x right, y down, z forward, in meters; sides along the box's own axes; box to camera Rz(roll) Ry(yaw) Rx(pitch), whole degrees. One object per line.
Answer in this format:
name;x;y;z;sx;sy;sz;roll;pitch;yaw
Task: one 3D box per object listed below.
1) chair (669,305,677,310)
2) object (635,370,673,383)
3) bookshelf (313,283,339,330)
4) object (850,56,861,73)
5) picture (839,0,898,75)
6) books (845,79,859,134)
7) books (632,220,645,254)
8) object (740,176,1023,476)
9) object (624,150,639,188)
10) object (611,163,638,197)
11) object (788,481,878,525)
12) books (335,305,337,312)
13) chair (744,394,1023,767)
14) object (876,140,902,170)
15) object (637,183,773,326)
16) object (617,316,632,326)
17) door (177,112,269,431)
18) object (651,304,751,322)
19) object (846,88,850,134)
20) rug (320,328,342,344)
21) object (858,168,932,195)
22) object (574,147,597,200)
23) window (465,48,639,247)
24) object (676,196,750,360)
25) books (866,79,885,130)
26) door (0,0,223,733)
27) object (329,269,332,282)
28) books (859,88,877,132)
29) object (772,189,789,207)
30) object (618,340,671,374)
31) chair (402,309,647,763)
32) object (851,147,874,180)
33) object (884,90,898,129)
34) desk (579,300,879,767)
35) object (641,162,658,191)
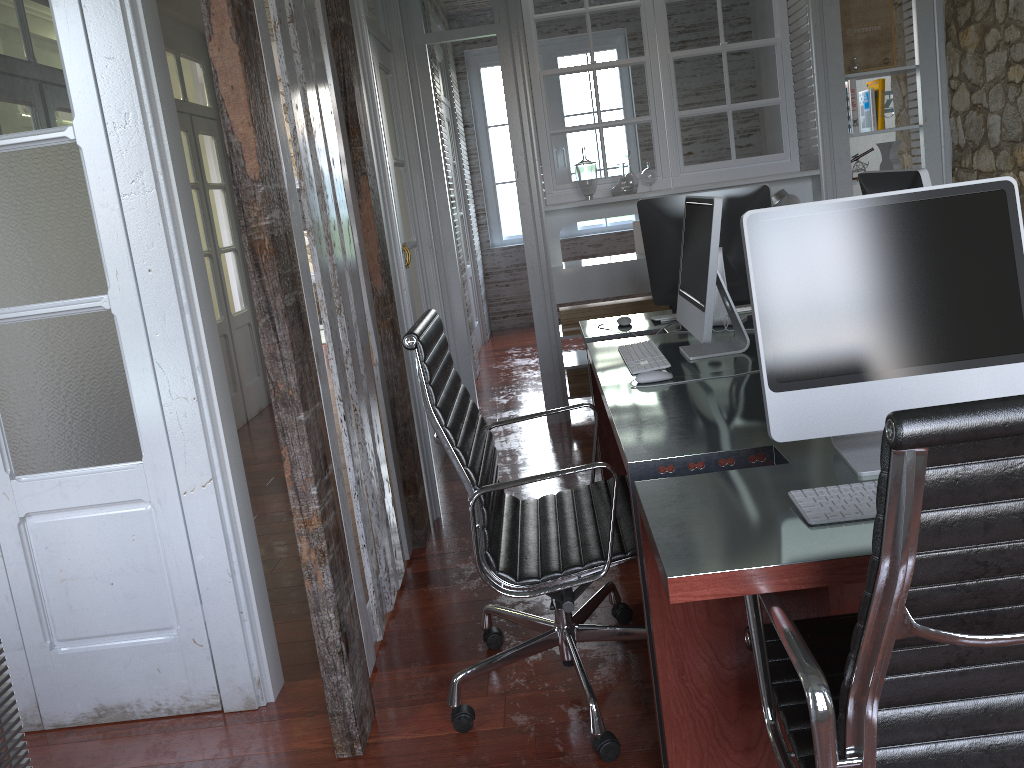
chair;0.848;-0.106;3.951;0.475;0.911;0.607;-2;12;32
object;0.398;-0.022;2.487;0.106;0.028;0.059;-7;12;1
bookshelf;-2.400;-0.920;10.609;1.400;0.545;0.404;-7;10;3
object;1.821;-1.693;4.695;0.056;0.089;0.056;-7;10;6
picture;1.891;-1.890;4.747;0.326;0.431;0.009;-7;9;3
books;1.844;-1.517;4.874;0.042;0.284;0.218;-7;10;3
books;0.810;-0.859;5.121;0.151;0.192;0.143;-14;12;-31
object;0.682;-0.104;1.610;0.483;0.481;0.191;-7;10;3
object;0.663;-1.179;4.976;0.088;0.269;0.088;-8;9;-2
object;0.611;-1.111;4.866;0.148;0.199;0.149;-10;11;-14
object;0.682;0.174;1.429;0.438;0.017;0.120;-7;12;3
books;-2.091;-0.883;10.650;0.057;0.226;0.173;-7;10;3
chair;0.654;0.442;1.293;0.665;1.014;0.706;-7;10;7
object;2.068;-1.229;4.844;0.063;0.187;0.127;-12;11;-24
object;0.715;-0.460;3.229;0.483;0.481;0.191;-2;11;27
object;0.445;-0.251;3.503;0.059;0.028;0.107;-7;12;2
door;-1.970;-0.747;5.911;0.041;2.068;1.087;-7;10;3
object;0.770;-0.284;3.482;0.438;0.017;0.120;-7;12;3
object;1.786;-1.489;4.863;0.078;0.247;0.116;-7;10;3
rug;-2.079;-0.530;9.870;1.067;0.016;1.079;-7;12;3
object;1.192;-0.418;2.737;0.189;0.481;0.488;-7;11;3
object;0.416;-1.162;4.945;0.129;0.313;0.130;-3;11;27
window;0.441;-2.317;8.554;1.538;1.922;0.128;-7;9;3
object;0.603;-0.338;2.739;0.189;0.481;0.488;-7;11;3
books;1.986;-1.521;4.843;0.055;0.266;0.194;-7;10;3
door;-1.456;-0.091;2.328;1.057;2.161;0.041;-7;9;3
object;-2.137;-1.316;10.512;0.115;0.193;0.137;-1;12;32
books;1.949;-1.495;4.850;0.026;0.221;0.163;-7;10;3
object;1.463;-0.934;4.881;0.166;0.270;0.190;0;13;37
object;0.414;-0.089;2.811;0.118;0.017;0.443;-7;12;3
chair;0.117;0.304;2.264;0.699;1.014;0.671;-8;10;-3
object;1.880;-1.197;4.826;0.177;0.160;0.093;-1;12;30
object;2.052;-1.522;4.851;0.078;0.247;0.116;-7;10;3
desk;0.945;0.279;2.538;1.300;0.721;2.533;-7;12;3
object;0.783;-1.162;5.022;0.094;0.186;0.094;-12;11;-22
